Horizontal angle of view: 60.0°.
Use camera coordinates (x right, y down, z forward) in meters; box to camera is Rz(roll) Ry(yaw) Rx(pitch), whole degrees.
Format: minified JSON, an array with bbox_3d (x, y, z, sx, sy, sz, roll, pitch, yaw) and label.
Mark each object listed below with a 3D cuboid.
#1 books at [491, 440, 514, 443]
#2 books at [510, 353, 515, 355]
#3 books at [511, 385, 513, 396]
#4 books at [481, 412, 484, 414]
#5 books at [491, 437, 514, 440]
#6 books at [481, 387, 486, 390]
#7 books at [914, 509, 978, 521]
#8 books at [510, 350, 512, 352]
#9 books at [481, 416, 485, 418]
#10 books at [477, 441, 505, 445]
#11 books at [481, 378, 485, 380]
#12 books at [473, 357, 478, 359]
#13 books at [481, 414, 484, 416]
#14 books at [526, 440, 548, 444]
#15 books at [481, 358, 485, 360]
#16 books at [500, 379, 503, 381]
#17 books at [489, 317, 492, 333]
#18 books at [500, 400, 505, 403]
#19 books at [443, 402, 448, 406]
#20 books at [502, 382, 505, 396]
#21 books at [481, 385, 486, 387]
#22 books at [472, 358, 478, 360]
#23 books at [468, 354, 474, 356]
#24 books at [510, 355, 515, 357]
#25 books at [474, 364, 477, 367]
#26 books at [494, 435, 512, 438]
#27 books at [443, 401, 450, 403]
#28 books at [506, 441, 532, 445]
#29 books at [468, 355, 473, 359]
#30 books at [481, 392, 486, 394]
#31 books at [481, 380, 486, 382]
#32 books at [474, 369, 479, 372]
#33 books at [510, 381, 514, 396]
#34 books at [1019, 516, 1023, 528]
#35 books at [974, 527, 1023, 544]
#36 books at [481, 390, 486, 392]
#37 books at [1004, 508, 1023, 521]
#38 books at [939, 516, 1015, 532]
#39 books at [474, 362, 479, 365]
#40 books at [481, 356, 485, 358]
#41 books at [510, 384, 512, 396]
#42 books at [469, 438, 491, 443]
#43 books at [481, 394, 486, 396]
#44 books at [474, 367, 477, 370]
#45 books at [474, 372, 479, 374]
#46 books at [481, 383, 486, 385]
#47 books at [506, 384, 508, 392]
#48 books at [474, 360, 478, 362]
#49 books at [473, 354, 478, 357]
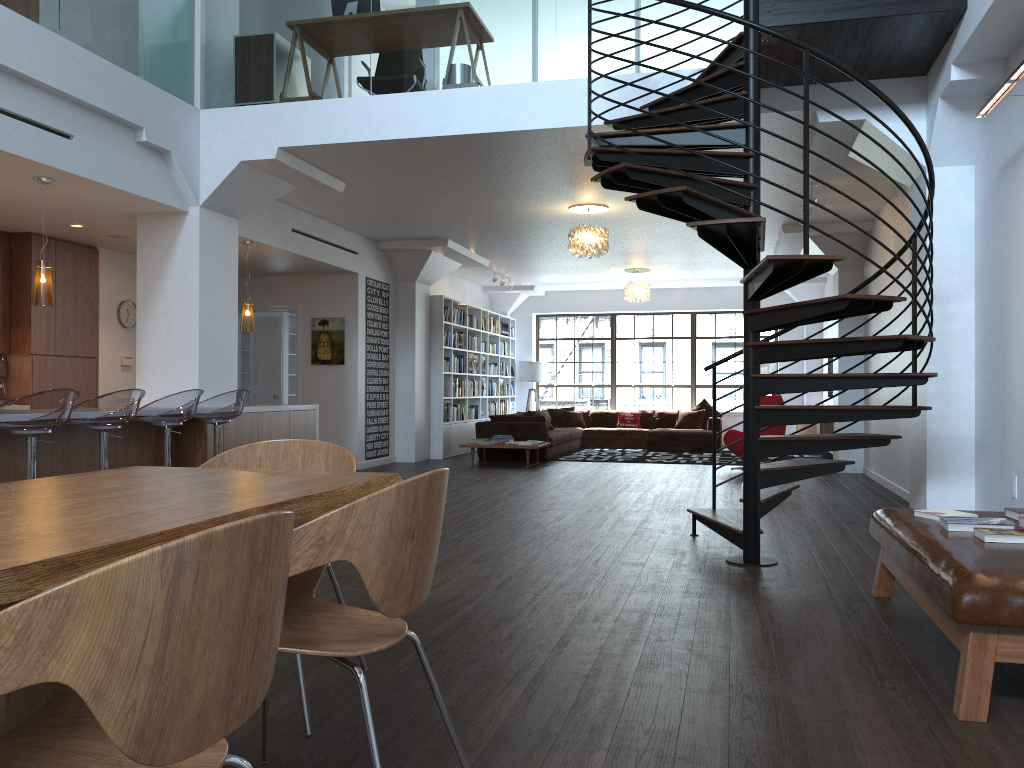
[{"bbox_3d":[-0.129,0.816,12.675,0.312,0.037,0.216,0,0,4],"label":"books"},{"bbox_3d":[-0.120,-0.575,17.200,0.284,0.033,0.197,0,0,29],"label":"books"},{"bbox_3d":[-0.077,0.123,17.213,0.161,0.213,0.118,0,0,14],"label":"books"},{"bbox_3d":[-0.636,0.497,15.299,0.254,0.032,0.174,0,0,19],"label":"books"},{"bbox_3d":[-0.132,0.780,12.680,0.279,0.035,0.191,0,0,24],"label":"books"},{"bbox_3d":[-0.579,0.077,15.329,0.231,0.044,0.168,0,0,9],"label":"books"},{"bbox_3d":[1.925,0.582,3.943,0.161,0.031,0.223,0,0,-8],"label":"books"},{"bbox_3d":[-0.121,-0.636,17.200,0.204,0.025,0.144,0,-1,44],"label":"books"},{"bbox_3d":[-0.632,0.564,15.294,0.284,0.035,0.197,0,0,14],"label":"books"},{"bbox_3d":[-0.295,0.814,12.302,0.236,0.035,0.340,0,-1,39],"label":"books"},{"bbox_3d":[-0.569,-0.084,15.313,0.185,0.041,0.129,0,0,28],"label":"books"},{"bbox_3d":[-0.676,-0.439,14.907,0.144,0.024,0.208,0,0,19],"label":"books"},{"bbox_3d":[-0.632,0.530,15.294,0.284,0.033,0.197,0,0,-1],"label":"books"},{"bbox_3d":[0.327,0.817,12.492,0.256,0.035,0.350,0,-1,39],"label":"books"},{"bbox_3d":[-0.592,-0.426,15.222,0.223,0.031,0.161,0,0,14],"label":"books"},{"bbox_3d":[-0.297,-0.074,16.411,0.224,0.030,0.161,0,0,24],"label":"books"},{"bbox_3d":[-0.438,-1.050,15.825,0.176,0.290,0.053,0,0,14],"label":"books"},{"bbox_3d":[-0.195,0.453,16.719,0.140,0.298,0.044,0,0,14],"label":"books"},{"bbox_3d":[-1.062,0.299,13.306,0.174,0.045,0.240,0,0,3],"label":"books"},{"bbox_3d":[-0.222,0.098,16.678,0.183,0.253,0.042,0,0,14],"label":"books"},{"bbox_3d":[-0.585,0.036,15.323,0.253,0.040,0.183,0,0,14],"label":"books"},{"bbox_3d":[-0.695,-0.413,14.920,0.223,0.027,0.161,0,0,3],"label":"books"},{"bbox_3d":[-0.760,-0.479,14.481,0.223,0.027,0.161,0,0,23],"label":"books"},{"bbox_3d":[-0.120,-0.541,17.200,0.284,0.035,0.197,0,-1,44],"label":"books"},{"bbox_3d":[-0.689,-0.306,14.891,0.168,0.045,0.231,0,0,9],"label":"books"},{"bbox_3d":[-0.128,0.749,12.677,0.224,0.027,0.157,0,0,19],"label":"books"},{"bbox_3d":[-1.059,0.263,13.282,0.223,0.027,0.161,0,0,23],"label":"books"},{"bbox_3d":[0.093,0.813,12.196,0.231,0.040,0.342,0,-1,-36],"label":"books"},{"bbox_3d":[-0.762,-0.442,14.504,0.174,0.045,0.240,0,0,13],"label":"books"},{"bbox_3d":[-0.591,0.157,15.321,0.251,0.037,0.160,0,0,19],"label":"books"},{"bbox_3d":[-0.564,-0.052,15.318,0.208,0.024,0.144,0,0,19],"label":"books"},{"bbox_3d":[-0.681,-0.222,14.879,0.160,0.039,0.251,0,0,19],"label":"books"},{"bbox_3d":[-0.045,0.085,17.362,0.176,0.290,0.053,0,0,14],"label":"books"},{"bbox_3d":[2.233,0.573,3.579,0.283,0.043,0.197,0,0,13],"label":"books"},{"bbox_3d":[1.887,0.574,3.350,0.224,0.032,0.161,0,0,14],"label":"books"},{"bbox_3d":[-0.589,0.119,15.346,0.259,0.040,0.180,0,0,14],"label":"books"},{"bbox_3d":[2.328,0.577,3.884,0.254,0.044,0.183,0,0,9],"label":"books"},{"bbox_3d":[1.896,0.574,3.621,0.247,0.040,0.185,0,0,17],"label":"books"},{"bbox_3d":[-0.682,-0.349,14.886,0.183,0.042,0.253,0,0,14],"label":"books"},{"bbox_3d":[-0.590,-0.455,15.230,0.224,0.030,0.161,0,0,24],"label":"books"},{"bbox_3d":[-0.100,0.111,17.116,0.172,0.235,0.112,0,0,14],"label":"books"},{"bbox_3d":[-0.451,0.812,12.694,0.241,0.045,0.334,0,0,15],"label":"books"},{"bbox_3d":[-0.590,0.195,15.317,0.246,0.038,0.171,0,0,14],"label":"books"},{"bbox_3d":[-0.706,-0.262,14.881,0.180,0.042,0.259,0,0,14],"label":"books"},{"bbox_3d":[-0.678,-0.183,14.880,0.171,0.039,0.246,0,0,14],"label":"books"},{"bbox_3d":[-0.577,0.001,15.328,0.223,0.032,0.161,0,0,14],"label":"books"},{"bbox_3d":[-0.168,0.113,16.895,0.168,0.228,0.139,0,0,14],"label":"books"},{"bbox_3d":[-0.686,-0.384,14.894,0.161,0.033,0.223,0,0,14],"label":"books"},{"bbox_3d":[-0.670,-0.473,14.902,0.129,0.043,0.185,0,0,28],"label":"books"}]
